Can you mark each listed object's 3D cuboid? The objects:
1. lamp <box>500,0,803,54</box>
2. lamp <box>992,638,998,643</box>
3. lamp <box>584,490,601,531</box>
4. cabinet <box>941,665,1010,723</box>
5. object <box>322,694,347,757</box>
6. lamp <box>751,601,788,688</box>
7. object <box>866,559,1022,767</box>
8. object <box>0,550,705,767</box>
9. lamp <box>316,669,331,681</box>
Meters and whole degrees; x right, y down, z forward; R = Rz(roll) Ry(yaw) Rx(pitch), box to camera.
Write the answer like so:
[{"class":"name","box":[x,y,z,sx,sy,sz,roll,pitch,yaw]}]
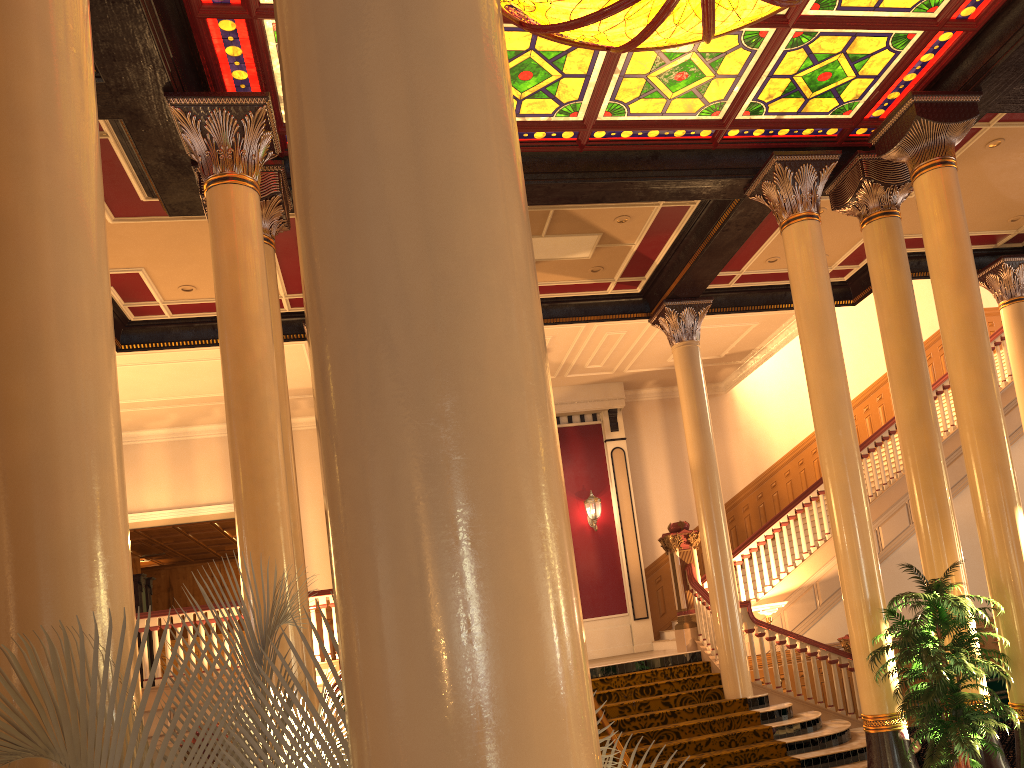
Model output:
[{"class":"lamp","box":[1.034,-2.674,4.864,3.033,0.588,3.056,-4,-17,-13]},{"class":"lamp","box":[5.943,3.117,10.306,0.323,0.410,0.323,-5,-11,-15]},{"class":"lamp","box":[1.425,2.230,15.258,0.321,0.714,0.400,-6,-9,-11]},{"class":"cabinet","box":[5.698,3.751,10.119,1.268,0.849,0.558,-5,-10,-13]},{"class":"object","box":[-0.669,2.737,5.816,1.102,2.106,1.038,-4,-9,-23]},{"class":"lamp","box":[3.456,3.848,11.253,0.576,1.970,0.597,-9,-7,6]},{"class":"object","box":[3.396,2.423,6.782,1.060,2.106,1.078,-15,-11,36]},{"class":"object","box":[-0.435,1.462,1.946,2.083,2.225,1.863,-6,-11,-9]},{"class":"lamp","box":[-2.236,4.292,9.934,0.596,1.970,0.577,-4,-9,-29]}]
